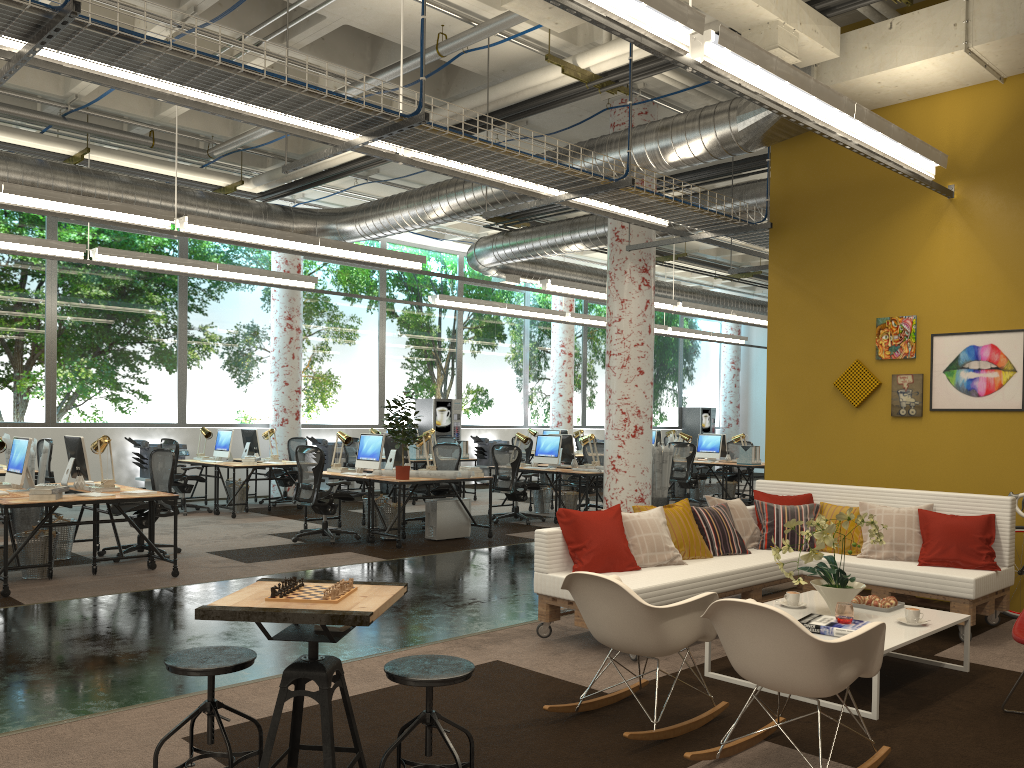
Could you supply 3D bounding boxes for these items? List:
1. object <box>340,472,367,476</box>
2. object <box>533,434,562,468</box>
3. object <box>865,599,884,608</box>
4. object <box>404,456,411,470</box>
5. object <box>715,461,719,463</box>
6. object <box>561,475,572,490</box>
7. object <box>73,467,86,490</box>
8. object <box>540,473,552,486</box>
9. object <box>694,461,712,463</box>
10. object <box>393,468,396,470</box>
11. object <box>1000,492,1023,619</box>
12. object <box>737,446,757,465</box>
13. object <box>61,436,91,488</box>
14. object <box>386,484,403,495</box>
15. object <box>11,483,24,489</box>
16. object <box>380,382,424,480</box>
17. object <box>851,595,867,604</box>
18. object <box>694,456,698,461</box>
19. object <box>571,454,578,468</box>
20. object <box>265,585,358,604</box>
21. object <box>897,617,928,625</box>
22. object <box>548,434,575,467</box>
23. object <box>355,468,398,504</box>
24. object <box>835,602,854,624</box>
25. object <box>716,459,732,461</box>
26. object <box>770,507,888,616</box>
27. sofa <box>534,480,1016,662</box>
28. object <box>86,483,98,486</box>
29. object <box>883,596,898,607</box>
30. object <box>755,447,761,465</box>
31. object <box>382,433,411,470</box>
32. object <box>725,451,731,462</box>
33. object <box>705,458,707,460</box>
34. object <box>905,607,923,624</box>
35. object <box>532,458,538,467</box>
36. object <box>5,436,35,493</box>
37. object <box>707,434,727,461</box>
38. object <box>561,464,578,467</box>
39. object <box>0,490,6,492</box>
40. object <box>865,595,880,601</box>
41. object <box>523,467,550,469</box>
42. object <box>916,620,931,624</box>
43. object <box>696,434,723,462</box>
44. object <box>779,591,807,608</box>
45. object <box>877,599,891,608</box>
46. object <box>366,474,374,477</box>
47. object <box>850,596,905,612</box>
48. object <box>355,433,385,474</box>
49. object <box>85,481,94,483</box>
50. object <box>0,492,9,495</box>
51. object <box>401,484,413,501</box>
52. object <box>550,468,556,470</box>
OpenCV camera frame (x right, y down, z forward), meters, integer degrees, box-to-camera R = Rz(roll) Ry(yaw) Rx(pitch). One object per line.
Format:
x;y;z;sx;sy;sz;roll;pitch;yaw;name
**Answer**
-1.851;1.060;10.419;0.118;0.017;0.439;3;-3;-44;object
0.533;0.974;12.781;0.190;0.485;0.483;0;0;-44;object
2.167;1.323;5.327;0.070;0.060;0.131;1;-2;-22;object
-1.283;0.989;10.825;0.101;0.209;0.101;1;0;1;object
3.501;1.334;15.107;0.106;0.029;0.059;3;-2;-43;object
-0.195;1.882;17.141;3.411;0.437;0.366;2;-1;-35;object
-3.985;0.869;8.166;0.101;0.209;0.101;1;0;1;object
0.739;1.965;18.984;0.358;0.435;0.353;1;0;42;object
3.278;1.346;15.348;0.118;0.017;0.439;3;-3;-44;object
-1.522;1.099;11.488;0.106;0.029;0.059;3;-2;-43;object
4.170;1.225;6.227;0.402;1.040;1.735;0;-1;-38;object
3.896;1.189;14.694;0.150;0.302;0.280;1;0;-44;object
-4.175;0.739;8.449;0.190;0.485;0.483;0;0;-44;object
-2.124;1.816;16.211;0.353;0.435;0.368;1;0;-9;object
-4.566;0.861;8.179;0.101;0.209;0.101;1;0;1;object
-1.224;0.516;9.769;0.513;1.078;0.439;1;0;37;object
2.123;1.325;5.423;0.135;0.061;0.072;2;-1;-24;object
3.265;1.267;15.767;0.101;0.209;0.101;1;0;1;object
0.920;1.129;13.054;0.101;0.209;0.101;1;0;1;object
-0.762;0.804;3.392;0.273;0.012;0.273;1;-2;6;object
2.232;1.329;4.939;0.160;0.020;0.160;0;-2;10;object
0.730;0.999;13.337;0.190;0.485;0.483;0;0;-44;object
-1.589;1.338;10.600;0.848;0.934;0.104;0;0;41;object
1.776;1.226;4.732;0.094;0.106;0.094;1;0;7;object
3.830;1.386;16.176;0.118;0.017;0.439;3;-3;-44;object
1.874;1.034;5.147;0.788;0.616;0.417;1;0;-32;object
1.859;1.227;6.026;2.857;0.931;2.017;3;-2;-44;sofa
-4.001;0.980;8.588;0.118;0.017;0.439;3;-3;-44;object
2.316;1.328;5.407;0.072;0.062;0.136;1;-2;3;object
4.002;1.194;14.797;0.150;0.302;0.280;1;0;-44;object
-1.473;0.859;11.107;0.190;0.485;0.483;0;0;-44;object
3.846;1.275;15.754;0.101;0.209;0.101;1;0;1;object
3.607;1.385;16.417;0.106;0.029;0.059;3;-2;-43;object
2.236;1.292;4.940;0.086;0.085;0.079;1;-1;-16;object
0.339;1.121;13.068;0.101;0.209;0.101;1;0;1;object
-4.372;0.715;7.893;0.190;0.485;0.483;0;0;-44;object
3.656;1.145;16.036;0.190;0.485;0.483;0;0;-44;object
0.904;1.240;13.477;0.118;0.017;0.439;3;-3;-44;object
-4.553;0.940;7.760;0.118;0.017;0.439;3;-3;-44;object
2.235;1.331;5.469;0.064;0.055;0.120;1;-2;-22;object
0.352;1.200;12.648;0.118;0.017;0.439;3;-3;-44;object
2.281;1.320;4.904;0.132;0.011;0.027;2;-2;-27;object
3.459;1.121;15.481;0.190;0.485;0.483;0;0;-44;object
1.701;1.302;5.358;0.160;0.090;0.160;1;-2;-20;object
2.241;1.325;5.336;0.064;0.055;0.120;1;-2;-22;object
-1.628;1.048;10.178;0.106;0.029;0.059;3;-2;-43;object
2.216;1.344;5.402;0.267;0.026;0.267;3;-3;-44;object
-1.670;0.835;10.552;0.190;0.485;0.483;0;0;-44;object
-4.224;0.979;8.829;0.106;0.029;0.059;3;-2;-43;object
-4.330;0.928;7.519;0.106;0.029;0.059;3;-2;-43;object
-1.805;1.784;15.240;0.358;0.435;0.353;1;0;42;object
0.575;1.187;12.408;0.106;0.029;0.059;3;-2;-43;object
